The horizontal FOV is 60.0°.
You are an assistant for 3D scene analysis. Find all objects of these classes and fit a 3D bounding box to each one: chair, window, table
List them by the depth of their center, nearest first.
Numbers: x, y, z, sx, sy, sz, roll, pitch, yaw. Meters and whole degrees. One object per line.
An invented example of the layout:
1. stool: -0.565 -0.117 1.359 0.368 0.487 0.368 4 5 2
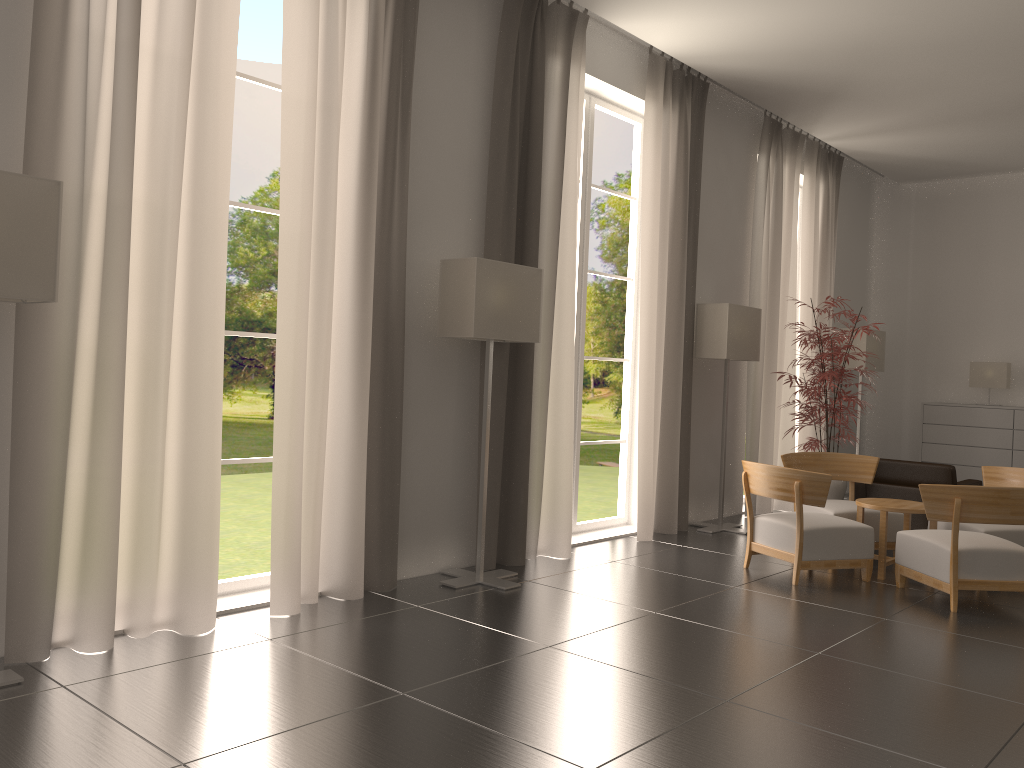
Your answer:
1. window: -2.646 -1.020 7.596 0.110 5.751 2.642 2 0 42
2. chair: 4.624 1.576 8.930 1.452 1.227 1.151 2 0 -3
3. chair: 3.240 1.503 9.869 1.150 1.227 1.452 2 0 -23
4. table: 4.359 1.761 10.085 0.869 0.803 0.870 2 0 -26
5. chair: 5.648 1.603 10.294 1.150 1.227 1.452 2 0 -8
6. chair: 4.188 1.527 11.232 1.451 1.227 1.151 2 0 -13
7. window: 15.700 -2.850 11.425 99.161 20.583 48.603 3 1 42
8. window: 0.856 -0.919 11.552 0.110 5.751 2.642 2 0 42
9. chair: 5.934 1.645 13.115 1.538 1.076 1.499 3 1 42
10. window: 4.358 -0.818 15.508 0.110 5.751 2.642 2 0 42

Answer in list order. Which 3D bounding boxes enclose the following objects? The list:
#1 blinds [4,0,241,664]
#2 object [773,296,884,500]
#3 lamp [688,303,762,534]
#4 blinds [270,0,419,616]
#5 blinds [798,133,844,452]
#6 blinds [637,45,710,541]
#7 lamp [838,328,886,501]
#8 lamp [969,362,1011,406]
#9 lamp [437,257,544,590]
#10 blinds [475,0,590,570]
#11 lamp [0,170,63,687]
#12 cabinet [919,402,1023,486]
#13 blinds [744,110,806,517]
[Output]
1. blinds: -2.767 -1.321 6.528 1.549 6.433 0.415 3 0 -44
2. object: 4.465 0.437 12.719 1.490 3.398 1.770 2 0 27
3. lamp: 3.038 0.479 12.653 0.908 3.179 1.000 2 0 42
4. blinds: -1.487 -1.284 7.971 0.417 6.433 1.549 2 0 38
5. blinds: 5.382 -1.086 15.731 0.417 6.433 1.549 2 0 38
6. blinds: 2.118 -1.180 12.043 0.417 6.433 1.549 2 0 38
7. lamp: 6.483 0.579 16.544 0.908 3.179 1.000 2 0 42
8. lamp: 8.813 -0.001 16.358 0.619 0.796 0.309 3 0 42
9. lamp: -0.259 0.384 8.928 0.908 3.179 1.000 2 0 42
10. blinds: 0.240 -1.234 9.924 1.549 6.433 0.415 3 0 -44
11. lamp: -3.412 0.293 5.366 0.908 3.179 1.000 2 0 42
12. cabinet: 9.060 1.354 15.835 3.081 1.876 1.040 3 0 42
13. blinds: 4.259 -1.118 14.464 1.549 6.433 0.415 3 0 -44
